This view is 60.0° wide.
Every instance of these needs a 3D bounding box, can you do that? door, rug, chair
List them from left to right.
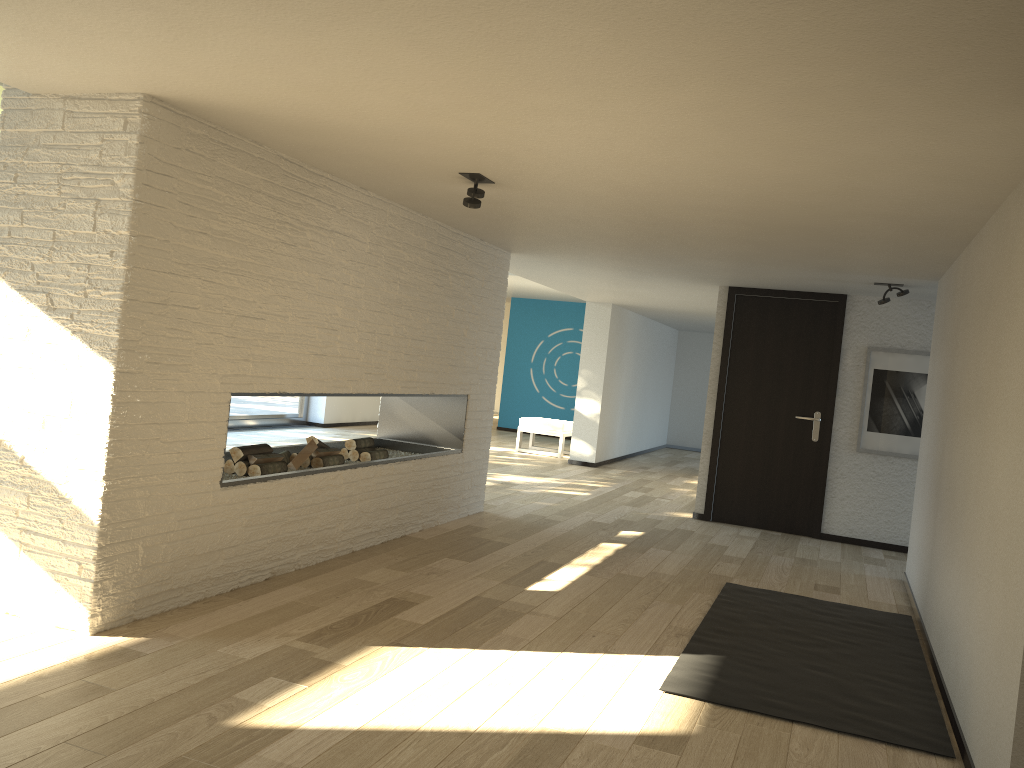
[{"bbox_3d":[-3.066,-0.402,7.848,19.449,2.373,22.942,7,2,20],"label":"door"},{"bbox_3d":[0.457,0.686,11.554,0.611,0.442,0.610,7,1,20],"label":"chair"},{"bbox_3d":[2.126,0.211,7.200,0.920,1.947,0.108,6,1,21],"label":"door"},{"bbox_3d":[1.340,1.181,3.996,0.979,0.011,1.998,7,2,20],"label":"rug"}]

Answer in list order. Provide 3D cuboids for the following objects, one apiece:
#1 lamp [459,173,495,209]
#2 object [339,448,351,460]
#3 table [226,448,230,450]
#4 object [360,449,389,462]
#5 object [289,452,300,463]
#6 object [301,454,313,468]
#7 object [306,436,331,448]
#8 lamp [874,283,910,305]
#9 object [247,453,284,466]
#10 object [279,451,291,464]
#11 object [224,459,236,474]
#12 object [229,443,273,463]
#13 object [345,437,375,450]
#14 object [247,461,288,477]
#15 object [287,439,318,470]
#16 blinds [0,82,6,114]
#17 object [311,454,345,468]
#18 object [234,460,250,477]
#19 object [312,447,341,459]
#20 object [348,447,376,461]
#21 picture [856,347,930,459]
[{"bbox_3d":[-0.173,-0.864,4.043,0.135,0.153,0.234,7,1,20],"label":"lamp"},{"bbox_3d":[-1.011,0.438,5.665,0.075,0.074,0.245,6,1,19],"label":"object"},{"bbox_3d":[-2.491,0.580,5.868,1.221,0.305,1.220,7,1,20],"label":"table"},{"bbox_3d":[-0.870,0.455,5.609,0.082,0.073,0.237,7,1,19],"label":"object"},{"bbox_3d":[-1.199,0.430,5.161,0.075,0.074,0.245,6,1,19],"label":"object"},{"bbox_3d":[-1.135,0.438,5.123,0.076,0.076,0.236,6,1,19],"label":"object"},{"bbox_3d":[-1.125,0.388,5.242,0.093,0.170,0.271,6,1,19],"label":"object"},{"bbox_3d":[2.627,-0.616,6.146,0.234,0.153,0.135,7,1,20],"label":"lamp"},{"bbox_3d":[-1.279,0.394,4.607,0.064,0.060,0.229,7,1,21],"label":"object"},{"bbox_3d":[-1.300,0.424,4.995,0.075,0.074,0.246,6,1,-1],"label":"object"},{"bbox_3d":[-1.398,0.422,4.628,0.075,0.074,0.245,6,1,19],"label":"object"},{"bbox_3d":[-1.357,0.361,4.616,0.093,0.088,0.260,6,1,19],"label":"object"},{"bbox_3d":[-0.968,0.379,5.648,0.082,0.073,0.237,7,1,19],"label":"object"},{"bbox_3d":[-1.257,0.439,4.572,0.082,0.073,0.237,7,1,19],"label":"object"},{"bbox_3d":[-1.176,0.392,4.961,0.064,0.165,0.225,6,1,19],"label":"object"},{"bbox_3d":[-4.307,-2.047,6.387,0.056,0.984,11.526,6,1,20],"label":"blinds"},{"bbox_3d":[-1.058,0.447,5.105,0.082,0.073,0.237,7,1,19],"label":"object"},{"bbox_3d":[-1.334,0.430,4.590,0.076,0.076,0.236,6,1,19],"label":"object"},{"bbox_3d":[-1.080,0.402,5.141,0.064,0.060,0.229,7,1,21],"label":"object"},{"bbox_3d":[-0.947,0.446,5.627,0.076,0.076,0.236,6,1,19],"label":"object"},{"bbox_3d":[3.186,0.171,6.780,0.959,0.828,0.017,7,1,21],"label":"picture"}]
